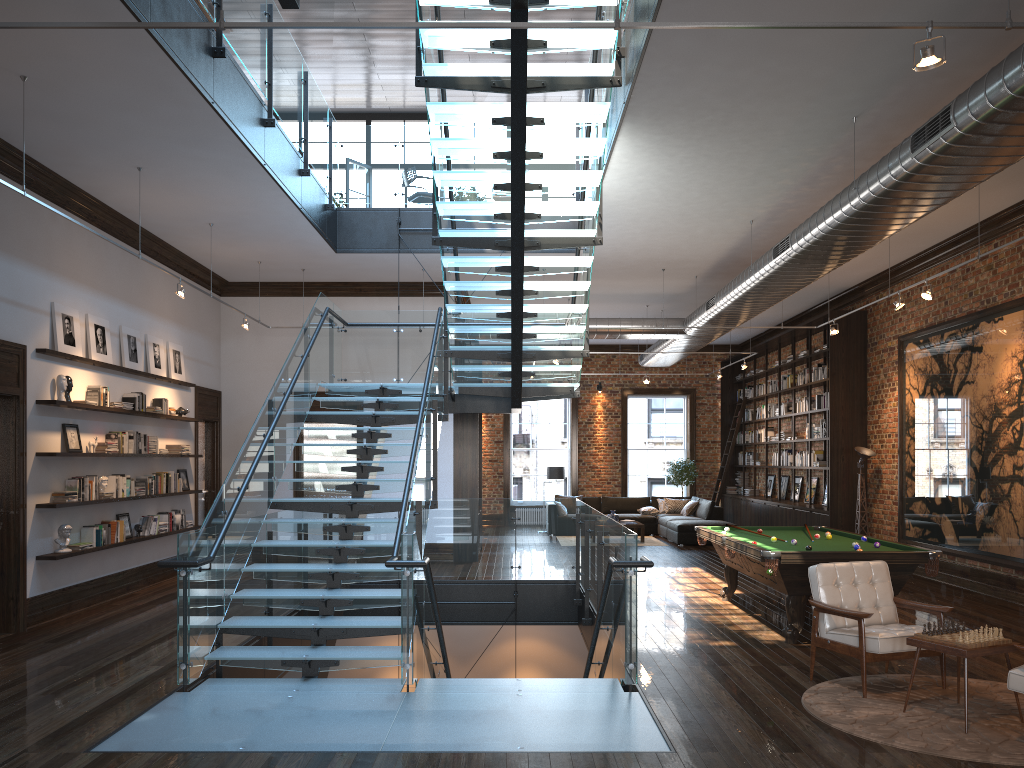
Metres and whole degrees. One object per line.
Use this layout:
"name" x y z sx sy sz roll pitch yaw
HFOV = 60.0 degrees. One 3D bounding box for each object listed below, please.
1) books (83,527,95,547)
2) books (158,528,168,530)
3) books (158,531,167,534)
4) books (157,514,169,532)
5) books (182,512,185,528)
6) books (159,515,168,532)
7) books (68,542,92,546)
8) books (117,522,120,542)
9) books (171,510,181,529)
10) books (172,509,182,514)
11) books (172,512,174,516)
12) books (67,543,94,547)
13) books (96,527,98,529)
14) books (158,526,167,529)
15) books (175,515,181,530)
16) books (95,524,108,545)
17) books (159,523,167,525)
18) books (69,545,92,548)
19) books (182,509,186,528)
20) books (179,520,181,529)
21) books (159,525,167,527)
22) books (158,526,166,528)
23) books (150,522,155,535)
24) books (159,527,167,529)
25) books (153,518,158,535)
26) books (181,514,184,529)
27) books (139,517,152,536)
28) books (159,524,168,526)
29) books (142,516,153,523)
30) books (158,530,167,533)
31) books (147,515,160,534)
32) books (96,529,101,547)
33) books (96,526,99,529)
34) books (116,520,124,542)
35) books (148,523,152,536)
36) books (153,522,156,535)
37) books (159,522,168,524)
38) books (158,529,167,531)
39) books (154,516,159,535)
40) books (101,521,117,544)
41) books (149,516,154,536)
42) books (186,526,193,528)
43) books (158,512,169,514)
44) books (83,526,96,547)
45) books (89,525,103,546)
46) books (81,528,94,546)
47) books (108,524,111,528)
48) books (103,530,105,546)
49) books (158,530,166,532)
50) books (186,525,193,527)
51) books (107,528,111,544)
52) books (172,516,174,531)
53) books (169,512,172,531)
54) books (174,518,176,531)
"books" -4.533 1.642 9.498 0.133 0.209 0.024 0 0 0
"books" -4.533 1.857 11.356 0.141 0.011 0.289 0 -5 4
"books" -4.536 1.900 11.356 0.142 0.011 0.257 0 -5 -4
"books" -4.533 1.805 11.524 0.162 0.230 0.011 0 0 0
"books" -4.530 1.852 12.081 0.139 0.232 0.051 0 0 0
"books" -4.535 1.807 11.512 0.142 0.224 0.012 0 0 0
"books" -4.542 1.684 9.324 0.142 0.011 0.255 0 -5 1
"books" -4.534 1.679 10.066 0.147 0.232 0.036 0 0 0
"books" -4.540 1.833 11.979 0.122 0.252 0.013 0 0 0
"books" -4.547 1.836 12.055 0.130 0.262 0.060 0 0 0
"books" -4.536 1.814 11.749 0.124 0.249 0.013 0 0 0
"books" -4.535 1.694 9.324 0.141 0.011 0.288 0 -5 4
"books" -4.549 1.653 9.597 0.130 0.204 0.030 0 0 0
"books" -4.544 1.837 11.356 0.141 0.011 0.286 0 -5 0
"books" -4.521 1.849 11.851 0.168 0.201 0.095 0 -1 0
"books" -4.532 1.658 9.774 0.140 0.225 0.060 0 0 0
"books" -4.534 1.795 11.356 0.142 0.011 0.258 0 -5 -4
"books" -4.538 1.705 9.324 0.142 0.011 0.257 0 -5 -3
"books" -4.535 1.842 12.119 0.156 0.258 0.042 0 0 0
"books" -4.537 1.867 11.927 0.149 0.181 0.091 0 -1 0
"books" -4.540 1.816 11.356 0.141 0.011 0.287 0 -5 2
"books" -4.542 1.826 11.356 0.141 0.011 0.286 0 -5 1
"books" -4.532 1.799 11.039 0.137 0.158 0.108 0 -2 0
"books" -4.534 1.847 11.356 0.142 0.011 0.258 0 -5 -4
"books" -4.527 1.783 11.105 0.151 0.207 0.085 0 -1 0
"books" -4.522 1.862 12.000 0.151 0.197 0.029 0 0 0
"books" -4.536 1.757 10.946 0.141 0.224 0.136 0 -1 0
"books" -4.533 1.805 11.356 0.141 0.011 0.289 0 -5 4
"books" -4.543 1.758 10.984 0.137 0.228 0.138 0 -1 0
"books" -4.540 1.889 11.356 0.142 0.011 0.256 0 -5 2
"books" -4.525 1.772 11.149 0.165 0.235 0.094 0 -1 0
"books" -4.514 1.660 9.556 0.167 0.184 0.029 0 0 0
"books" -4.543 1.648 9.623 0.114 0.220 0.022 0 0 0
"books" -4.518 1.679 10.122 0.168 0.242 0.026 0 0 0
"books" -4.533 1.795 10.943 0.136 0.155 0.104 0 -2 0
"books" -4.536 1.804 11.079 0.152 0.164 0.079 0 -1 0
"books" -4.533 1.784 11.356 0.141 0.011 0.289 0 -5 4
"books" -4.542 1.868 11.356 0.141 0.011 0.286 0 -5 -1
"books" -4.533 1.774 11.129 0.157 0.233 0.107 0 -1 0
"books" -4.521 1.661 9.923 0.176 0.244 0.082 0 0 0
"books" -4.540 1.757 10.997 0.146 0.234 0.142 0 -1 0
"books" -4.529 1.981 12.290 0.141 0.006 0.217 0 -5 0
"books" -4.542 1.796 11.558 0.134 0.254 0.011 0 0 0
"books" -4.540 1.637 9.526 0.126 0.225 0.031 0 0 0
"books" -4.527 1.648 9.640 0.152 0.221 0.011 0 0 0
"books" -4.539 1.644 9.480 0.131 0.203 0.011 0 0 0
"books" -4.537 1.668 9.872 0.136 0.222 0.021 0 0 0
"books" -4.515 1.677 9.660 0.167 0.168 0.029 0 0 0
"books" -4.533 1.879 11.356 0.141 0.011 0.289 0 -5 -4
"books" -4.527 1.974 12.320 0.124 0.013 0.159 0 -5 0
"books" -4.525 1.683 9.819 0.152 0.183 0.030 0 0 0
"books" -4.522 1.827 11.625 0.176 0.202 0.034 0 0 0
"books" -4.531 1.803 11.602 0.164 0.247 0.011 0 0 0
"books" -4.523 1.853 11.728 0.161 0.169 0.027 0 0 0
